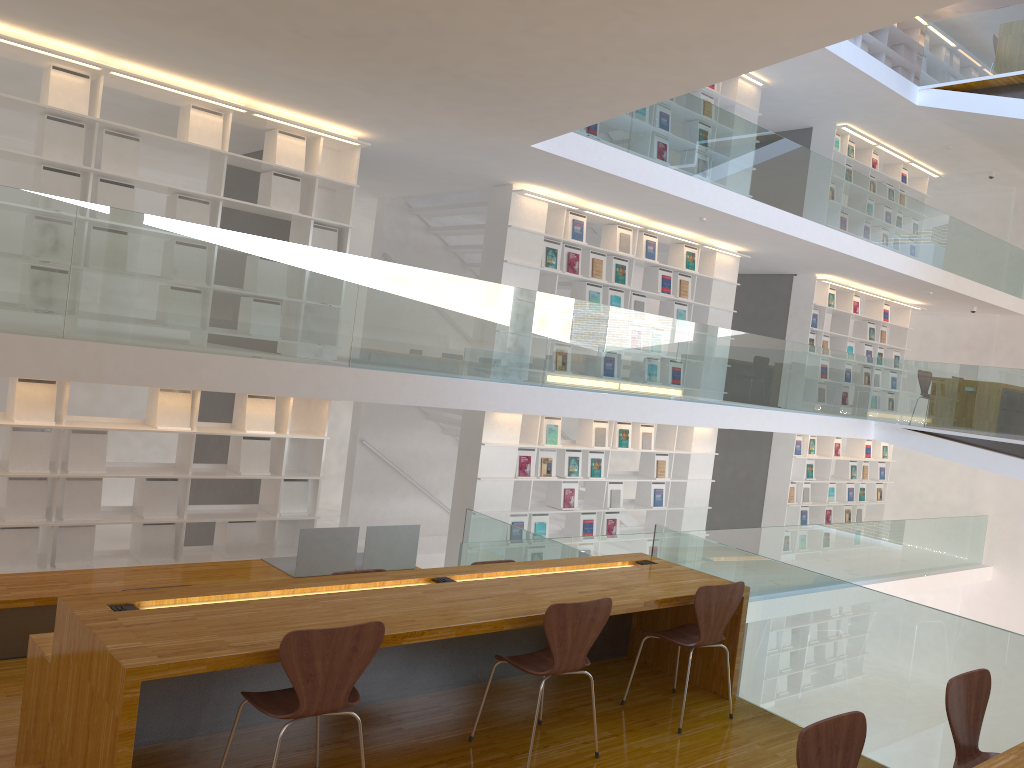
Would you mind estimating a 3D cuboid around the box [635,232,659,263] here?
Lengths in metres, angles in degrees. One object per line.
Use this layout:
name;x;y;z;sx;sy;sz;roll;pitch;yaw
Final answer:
box;1.445;-1.490;9.716;0.245;0.296;0.274;6;2;-41

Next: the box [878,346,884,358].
box;5.474;-0.423;13.404;0.245;0.296;0.274;6;2;-41

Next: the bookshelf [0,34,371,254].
bookshelf;-2.514;-1.217;6.337;2.984;1.836;0.498;6;2;-41

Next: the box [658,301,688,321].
box;1.863;-0.787;10.167;0.245;0.296;0.274;6;2;-41

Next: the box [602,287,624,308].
box;1.042;-0.870;9.450;0.245;0.296;0.274;6;2;-41

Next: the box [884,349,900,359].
box;5.876;-0.383;13.756;0.245;0.296;0.274;6;2;-41

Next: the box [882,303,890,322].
box;5.561;-1.074;13.395;0.245;0.296;0.274;6;2;-41

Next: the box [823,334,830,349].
box;4.281;-0.544;12.362;0.245;0.296;0.274;6;2;-41

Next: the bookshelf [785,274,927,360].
bookshelf;5.018;-0.452;12.917;2.984;1.836;0.498;6;2;-41

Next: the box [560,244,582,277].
box;0.549;-1.251;8.993;0.245;0.296;0.274;6;2;-41

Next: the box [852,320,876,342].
box;5.249;-0.775;13.166;0.245;0.296;0.274;6;2;-41

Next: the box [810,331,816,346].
box;3.999;-0.573;12.116;0.245;0.296;0.274;6;2;-41

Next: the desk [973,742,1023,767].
desk;1.207;1.436;2.028;3.185;0.606;0.760;6;2;-41

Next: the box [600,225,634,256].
box;1.131;-1.522;9.442;0.245;0.296;0.274;6;2;-41

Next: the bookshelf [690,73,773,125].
bookshelf;1.462;-2.869;9.550;3.666;1.836;0.498;6;2;-41

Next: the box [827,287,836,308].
box;4.360;-1.196;12.346;0.245;0.296;0.274;6;2;-41

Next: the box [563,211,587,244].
box;0.598;-1.576;8.976;0.245;0.296;0.274;6;2;-41

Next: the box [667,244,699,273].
box;1.979;-1.436;10.183;0.245;0.296;0.274;6;2;-41

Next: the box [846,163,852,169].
box;4.570;-2.903;12.306;0.245;0.296;0.274;6;2;-41

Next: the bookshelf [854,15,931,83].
bookshelf;5.511;-4.483;12.821;2.984;1.836;0.498;6;2;-41

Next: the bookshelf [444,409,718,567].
bookshelf;0.931;1.202;9.685;3.666;1.836;0.397;6;2;-41

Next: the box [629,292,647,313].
box;1.320;-0.842;9.692;0.245;0.296;0.274;6;2;-41

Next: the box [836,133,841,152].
box;4.310;-3.257;12.037;0.245;0.296;0.274;6;2;-41

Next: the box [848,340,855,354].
box;4.806;-0.491;12.821;0.245;0.296;0.274;6;2;-41

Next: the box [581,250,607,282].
box;0.827;-1.222;9.219;0.245;0.296;0.274;6;2;-41

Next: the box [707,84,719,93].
box;2.185;-3.471;10.098;0.245;0.296;0.274;6;2;-41

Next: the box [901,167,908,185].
box;5.810;-3.105;13.347;0.245;0.296;0.274;6;2;-41

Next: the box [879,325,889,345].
box;5.521;-0.749;13.403;0.245;0.296;0.274;6;2;-41

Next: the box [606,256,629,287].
box;1.086;-1.196;9.446;0.245;0.296;0.274;6;2;-41

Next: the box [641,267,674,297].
box;1.647;-1.142;9.936;0.245;0.296;0.274;6;2;-41

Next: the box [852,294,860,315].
box;4.871;-1.145;12.789;0.245;0.296;0.274;6;2;-41

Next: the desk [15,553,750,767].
desk;-0.388;1.347;4.154;3.236;0.918;1.285;6;2;-41

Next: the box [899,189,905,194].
box;5.770;-2.780;13.355;0.245;0.296;0.274;6;2;-41

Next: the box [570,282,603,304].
box;0.788;-0.896;9.228;0.245;0.296;0.274;6;2;-41

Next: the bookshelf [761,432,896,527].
bookshelf;4.768;1.593;12.966;2.984;1.836;0.498;6;2;-41

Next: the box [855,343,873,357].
box;5.210;-0.450;13.174;0.245;0.296;0.274;6;2;-41

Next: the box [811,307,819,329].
box;4.034;-0.900;12.104;0.245;0.296;0.274;6;2;-41

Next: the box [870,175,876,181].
box;5.081;-2.849;12.753;0.245;0.296;0.274;6;2;-41

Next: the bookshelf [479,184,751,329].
bookshelf;1.214;-0.838;9.598;3.666;1.836;0.498;6;2;-41

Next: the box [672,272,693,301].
box;1.902;-1.113;10.159;0.245;0.296;0.274;6;2;-41

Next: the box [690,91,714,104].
box;2.151;-3.144;10.110;0.245;0.296;0.274;6;2;-41

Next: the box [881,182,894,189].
box;5.503;-2.806;13.121;0.245;0.296;0.274;6;2;-41

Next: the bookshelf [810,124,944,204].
bookshelf;5.266;-2.484;12.868;2.984;1.836;0.498;6;2;-41

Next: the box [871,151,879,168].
box;5.119;-3.176;12.740;0.245;0.296;0.274;6;2;-41

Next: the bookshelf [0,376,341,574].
bookshelf;-2.764;0.828;6.386;2.984;1.836;0.498;6;2;-41

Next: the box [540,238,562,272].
box;0.329;-1.274;8.785;0.245;0.296;0.274;6;2;-41

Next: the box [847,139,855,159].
box;4.608;-3.227;12.297;0.245;0.296;0.274;6;2;-41
